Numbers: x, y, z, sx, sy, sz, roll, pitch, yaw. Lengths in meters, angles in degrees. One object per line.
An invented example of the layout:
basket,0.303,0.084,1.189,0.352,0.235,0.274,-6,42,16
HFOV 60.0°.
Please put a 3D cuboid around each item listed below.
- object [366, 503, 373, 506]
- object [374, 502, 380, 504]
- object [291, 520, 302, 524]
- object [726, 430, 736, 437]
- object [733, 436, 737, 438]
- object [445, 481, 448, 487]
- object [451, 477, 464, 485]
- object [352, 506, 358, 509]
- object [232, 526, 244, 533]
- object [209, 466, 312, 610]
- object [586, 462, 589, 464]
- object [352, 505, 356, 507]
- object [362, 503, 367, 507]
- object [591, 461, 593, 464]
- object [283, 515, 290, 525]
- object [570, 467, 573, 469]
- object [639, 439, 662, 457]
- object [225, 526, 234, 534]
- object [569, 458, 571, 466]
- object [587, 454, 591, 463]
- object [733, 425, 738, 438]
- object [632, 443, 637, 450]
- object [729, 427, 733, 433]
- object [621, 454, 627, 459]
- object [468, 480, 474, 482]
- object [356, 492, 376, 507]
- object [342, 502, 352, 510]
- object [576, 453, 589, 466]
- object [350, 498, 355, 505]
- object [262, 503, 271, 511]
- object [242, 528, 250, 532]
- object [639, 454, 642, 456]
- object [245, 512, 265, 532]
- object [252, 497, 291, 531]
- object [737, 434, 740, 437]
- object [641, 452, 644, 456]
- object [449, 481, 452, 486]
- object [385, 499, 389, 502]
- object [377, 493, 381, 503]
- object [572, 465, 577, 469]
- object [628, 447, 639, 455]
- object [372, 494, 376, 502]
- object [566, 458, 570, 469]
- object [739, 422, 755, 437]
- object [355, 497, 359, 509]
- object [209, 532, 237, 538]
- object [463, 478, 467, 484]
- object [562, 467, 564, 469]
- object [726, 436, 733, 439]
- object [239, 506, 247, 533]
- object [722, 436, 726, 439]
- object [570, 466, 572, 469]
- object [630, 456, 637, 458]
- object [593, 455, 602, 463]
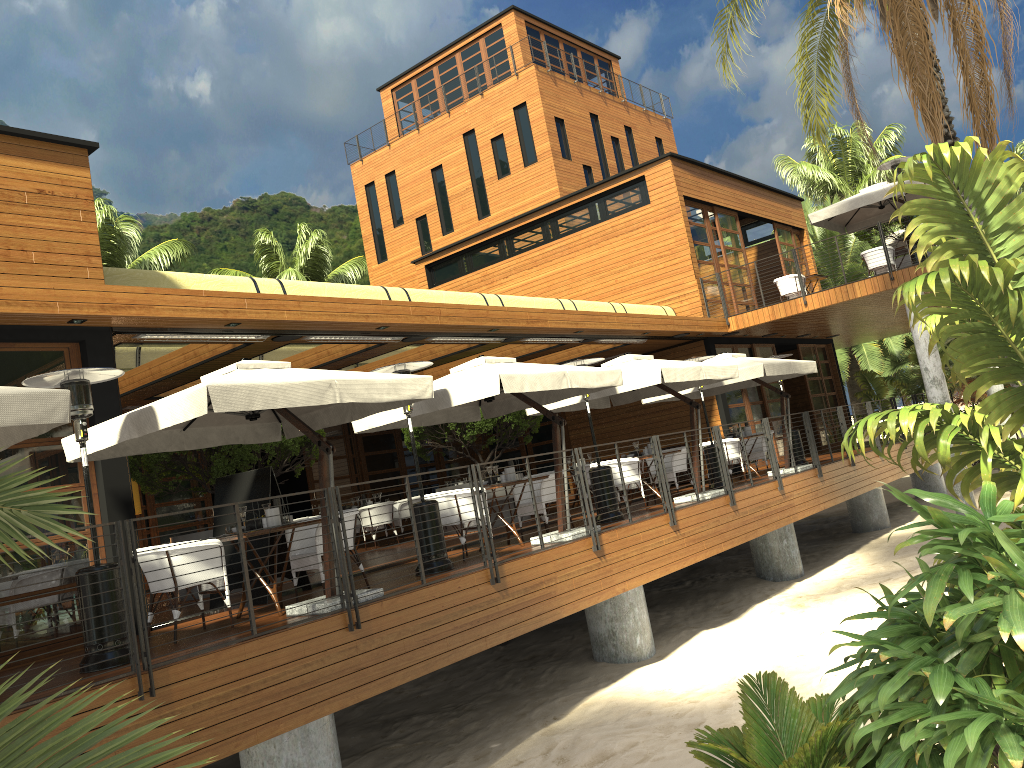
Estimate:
object,-2.665,2.272,16.599,0.116,0.065,0.115,-10,-6,-8
object,-2.558,2.278,16.844,0.116,0.065,0.115,-7,-7,-31
object,-2.121,1.317,8.363,0.294,0.025,0.170,-15,-8,38
object,3.968,0.918,16.078,0.162,0.179,0.168,-16,-8,40
object,3.979,0.958,15.809,0.080,0.042,0.080,-11,-6,7
object,-1.389,2.209,19.070,0.082,0.227,0.082,-9,-7,-14
object,-1.168,2.174,19.272,0.263,0.264,0.263,-10,-6,-3
object,-2.952,2.333,16.671,0.116,0.065,0.115,-7,-7,-31
object,-2.445,1.312,7.934,0.115,0.065,0.116,-16,-8,42
object,-2.819,1.649,9.636,0.767,1.400,0.771,-13,-7,22
object,1.519,1.618,17.911,0.086,0.086,0.086,-16,-8,39
object,-2.991,2.341,16.779,0.086,0.086,0.086,-12,-7,16
object,-2.751,2.266,16.503,0.086,0.086,0.086,-12,-7,11
object,1.596,1.565,17.550,0.086,0.086,0.086,-5,-9,-41
object,-2.092,1.259,8.164,0.086,0.086,0.086,-17,-9,43
object,1.199,1.664,17.571,0.080,0.042,0.080,-14,-7,28
object,2.056,0.931,13.231,0.263,0.264,0.263,-10,-7,-7
object,-2.541,1.324,7.990,0.086,0.086,0.086,-17,-9,43
object,1.169,1.605,17.881,0.082,0.227,0.082,-9,-7,-17
object,1.535,1.488,17.422,0.082,0.227,0.082,-9,-7,-17
object,3.983,0.853,15.746,0.082,0.227,0.082,-16,-9,39
object,1.913,1.015,13.631,0.082,0.227,0.082,-16,-9,39
object,4.045,0.899,16.297,0.082,0.227,0.082,-16,-9,39
object,1.672,1.096,13.260,0.086,0.086,0.086,-17,-9,43
object,-0.910,2.199,19.559,0.168,0.179,0.162,-11,-7,0
object,-2.768,2.210,16.795,0.264,0.264,0.262,-6,-8,-34
object,-3.133,2.327,16.848,0.163,0.179,0.167,-7,-8,-31
object,1.370,1.530,17.671,0.263,0.264,0.263,-10,-7,-6
object,-3.027,2.288,16.929,0.082,0.227,0.082,-6,-8,-33
object,-2.301,1.244,8.360,0.082,0.227,0.082,-16,-9,39
object,-2.366,1.302,7.872,0.080,0.042,0.080,-14,-7,29
object,1.954,1.096,13.543,0.080,0.042,0.080,-11,-6,0
object,-2.377,1.262,8.138,0.167,0.179,0.163,-15,-8,36
object,-2.158,1.159,7.960,0.263,0.264,0.263,-10,-7,-7
object,4.159,0.949,16.151,0.116,0.065,0.116,-13,-7,20
object,2.027,1.064,13.485,0.115,0.065,0.116,-15,-8,36
object,-1.336,2.244,19.491,0.082,0.227,0.082,-9,-7,-9
object,-2.357,2.222,16.781,0.086,0.086,0.086,-12,-7,16
object,-2.484,2.163,16.709,0.082,0.227,0.082,-6,-8,-33
object,1.225,1.620,17.411,0.086,0.086,0.086,-16,-8,39
object,1.836,1.034,13.412,0.162,0.179,0.168,-16,-8,40
object,-2.634,2.232,17.087,0.082,0.227,0.082,-5,-9,-40
object,1.120,1.571,17.472,0.082,0.227,0.082,-11,-7,0
object,4.188,0.815,15.897,0.263,0.264,0.263,-10,-7,-7
object,-2.867,2.216,16.527,0.082,0.227,0.082,-5,-9,-40
object,-2.503,1.327,7.779,0.294,0.025,0.170,-15,-8,38
object,-0.988,2.128,19.010,0.082,0.227,0.082,-9,-7,-9
object,1.045,1.700,17.854,0.086,0.086,0.086,-5,-9,-41
object,3.900,0.967,15.871,0.116,0.065,0.116,-13,-7,20
object,-2.362,1.197,7.809,0.082,0.227,0.082,-16,-9,39
object,3.804,0.980,15.927,0.086,0.086,0.086,-16,-8,38
object,1.193,1.667,17.698,0.116,0.065,0.116,-10,-6,-2
object,1.710,1.098,13.050,0.294,0.025,0.170,-15,-8,38
object,1.673,1.491,17.434,0.163,0.179,0.167,-10,-7,-3
